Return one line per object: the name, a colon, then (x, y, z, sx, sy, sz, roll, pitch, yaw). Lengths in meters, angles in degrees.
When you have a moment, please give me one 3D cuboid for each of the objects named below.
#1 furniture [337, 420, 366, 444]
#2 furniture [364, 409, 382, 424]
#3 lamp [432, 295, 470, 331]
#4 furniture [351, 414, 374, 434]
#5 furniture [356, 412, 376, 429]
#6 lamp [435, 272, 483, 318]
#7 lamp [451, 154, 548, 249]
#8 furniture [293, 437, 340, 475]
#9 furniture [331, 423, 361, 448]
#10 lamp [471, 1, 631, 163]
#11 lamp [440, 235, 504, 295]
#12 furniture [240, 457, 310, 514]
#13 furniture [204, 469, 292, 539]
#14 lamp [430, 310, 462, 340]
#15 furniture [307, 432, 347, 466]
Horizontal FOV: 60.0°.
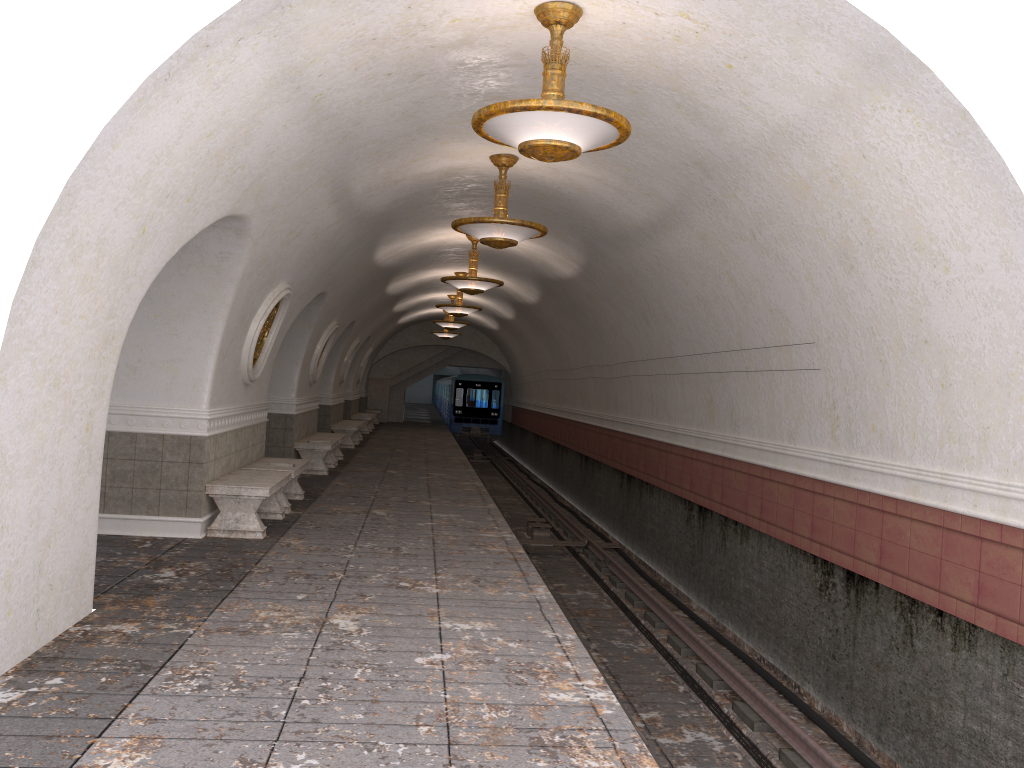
furniture: (-4.152, 1.227, 22.932, 0.613, 0.508, 1.509, 4, 0, -6)
furniture: (-5.243, 1.219, 33.459, 0.613, 0.508, 1.509, 4, 0, -6)
lamp: (-1.609, -1.890, 23.684, 1.008, 0.955, 1.008, 4, 0, 10)
furniture: (-4.593, 1.224, 27.190, 0.613, 0.508, 1.509, 4, 0, -6)
furniture: (-4.767, 1.223, 28.862, 0.613, 0.508, 1.509, 4, 0, -6)
lamp: (-1.112, -1.886, 18.881, 1.008, 0.955, 1.008, 4, 0, 10)
lamp: (-0.114, -1.879, 9.241, 1.008, 0.955, 1.008, 4, 0, -22)
furniture: (-3.359, 1.233, 15.270, 0.613, 0.508, 1.509, 4, 0, -6)
furniture: (-3.979, 1.228, 21.259, 0.613, 0.508, 1.509, 4, 0, -6)
lamp: (0.263, -1.876, 5.606, 1.008, 0.955, 1.008, 3, 0, 40)
lamp: (-0.614, -1.883, 14.077, 1.008, 0.955, 1.008, 4, 0, -22)
furniture: (-2.913, 1.236, 10.966, 0.613, 0.508, 1.509, 4, 0, -6)
furniture: (-2.740, 1.237, 9.293, 0.613, 0.508, 1.509, 4, 0, -6)
lamp: (-2.107, -1.893, 28.488, 1.008, 0.955, 1.008, 3, 0, 40)
furniture: (-3.532, 1.231, 16.943, 0.613, 0.508, 1.509, 4, 0, -6)
